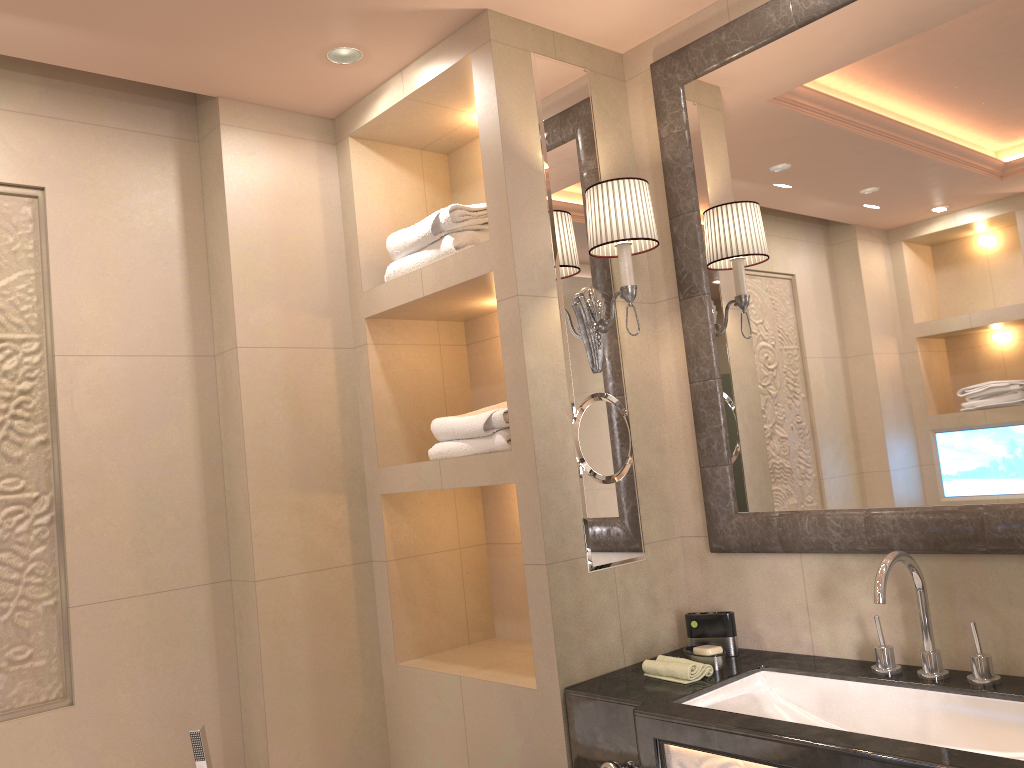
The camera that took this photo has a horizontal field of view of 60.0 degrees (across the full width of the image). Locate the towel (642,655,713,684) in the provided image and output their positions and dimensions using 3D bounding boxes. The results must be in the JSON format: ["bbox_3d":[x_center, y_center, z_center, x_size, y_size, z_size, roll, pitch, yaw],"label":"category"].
[{"bbox_3d":[0.380,0.653,2.045,0.096,0.039,0.149,-2,-6,-35],"label":"towel"}]

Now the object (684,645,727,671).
[{"bbox_3d":[0.459,0.652,2.111,0.080,0.035,0.133,-4,-6,-23],"label":"object"}]

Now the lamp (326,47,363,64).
[{"bbox_3d":[-0.448,-0.904,2.356,0.097,0.069,0.097,-8,-6,25],"label":"lamp"}]

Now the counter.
[{"bbox_3d":[0.758,1.028,1.647,0.543,0.858,1.330,-1,-7,-41],"label":"counter"}]

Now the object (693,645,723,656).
[{"bbox_3d":[0.463,0.629,2.095,0.051,0.022,0.077,-4,-6,-21],"label":"object"}]

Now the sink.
[{"bbox_3d":[0.703,0.683,1.663,0.349,0.135,0.760,-1,-7,-41],"label":"sink"}]

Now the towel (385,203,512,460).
[{"bbox_3d":[-1.225,-0.129,1.541,3.195,0.726,0.517,-1,-7,-41],"label":"towel"}]

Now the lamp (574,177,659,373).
[{"bbox_3d":[0.266,-0.263,2.195,0.174,0.444,0.223,-1,-7,-41],"label":"lamp"}]

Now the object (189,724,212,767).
[{"bbox_3d":[-0.762,0.989,2.224,0.059,0.280,0.114,-6,-5,4],"label":"object"}]

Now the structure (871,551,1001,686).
[{"bbox_3d":[0.817,0.470,1.827,0.242,0.268,0.223,-5,-5,-6],"label":"structure"}]

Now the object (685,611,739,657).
[{"bbox_3d":[0.496,0.622,2.205,0.124,0.104,0.038,-8,-6,23],"label":"object"}]

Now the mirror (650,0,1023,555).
[{"bbox_3d":[0.811,-0.295,1.932,0.040,1.320,1.130,-1,-7,-41],"label":"mirror"}]

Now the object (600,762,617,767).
[{"bbox_3d":[0.198,0.931,1.889,0.074,0.226,0.203,-1,-7,-41],"label":"object"}]
